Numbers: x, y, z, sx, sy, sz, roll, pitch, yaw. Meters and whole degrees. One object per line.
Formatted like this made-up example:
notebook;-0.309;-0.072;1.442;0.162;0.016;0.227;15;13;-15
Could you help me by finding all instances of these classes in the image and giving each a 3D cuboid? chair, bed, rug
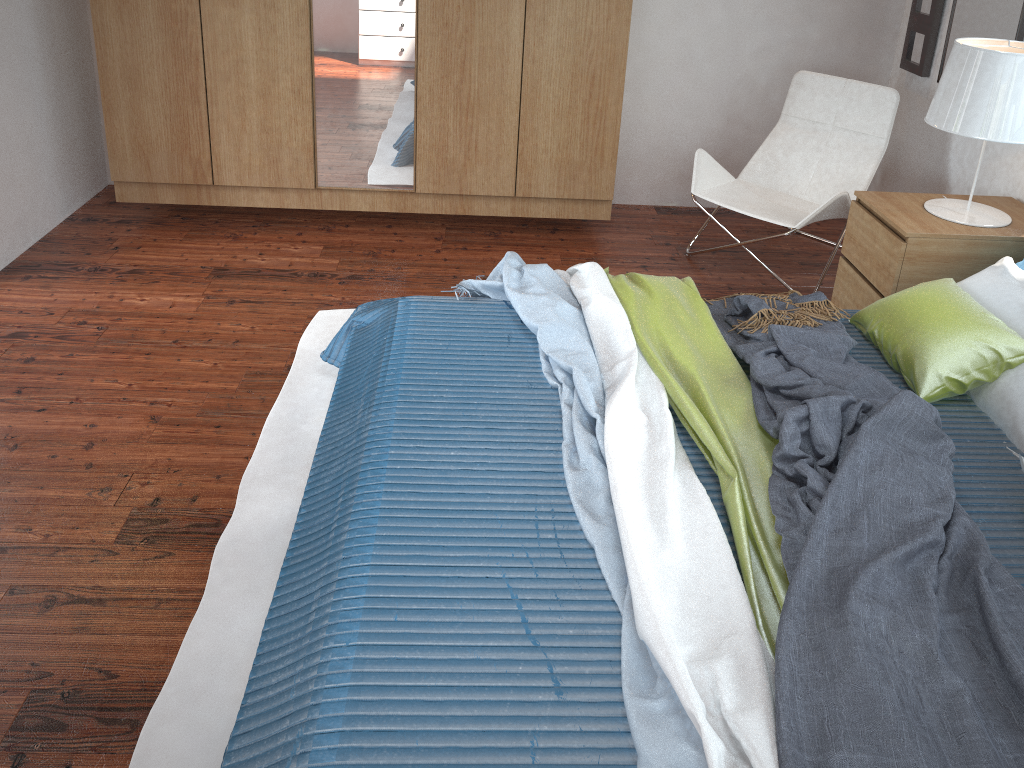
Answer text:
chair;1.227;-0.897;3.777;0.821;0.747;0.727;-19;34;-38
bed;0.697;0.156;1.948;2.572;0.722;2.293;2;29;-2
rug;0.196;0.451;2.038;1.798;0.046;2.908;1;30;-3

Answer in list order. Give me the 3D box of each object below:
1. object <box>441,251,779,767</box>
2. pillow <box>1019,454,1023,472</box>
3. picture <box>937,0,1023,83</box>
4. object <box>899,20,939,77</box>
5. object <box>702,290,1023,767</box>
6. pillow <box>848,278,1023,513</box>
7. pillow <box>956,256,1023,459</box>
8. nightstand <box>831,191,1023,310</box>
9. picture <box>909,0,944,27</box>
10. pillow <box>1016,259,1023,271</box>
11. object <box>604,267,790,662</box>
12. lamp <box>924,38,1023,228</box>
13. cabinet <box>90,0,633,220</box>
object;0.134;0.207;2.036;0.536;0.352;2.310;0;30;-7
pillow;1.414;0.268;1.619;0.360;0.365;0.913;-1;29;-8
picture;1.893;-1.408;3.512;0.043;0.473;0.540;2;27;-3
object;1.874;-1.549;4.025;0.040;0.211;0.238;2;26;-3
object;0.719;0.184;1.947;0.629;0.380;2.274;6;29;5
pillow;1.214;0.086;2.024;0.310;0.205;1.478;2;29;-3
pillow;1.398;-0.130;2.393;0.472;0.336;0.935;0;29;-7
nightstand;1.572;-0.368;3.173;0.608;0.507;0.458;2;26;-3
picture;1.881;-1.744;3.944;0.040;0.211;0.238;2;26;-3
pillow;1.707;-0.176;2.438;0.347;0.308;0.978;1;29;-5
object;0.494;0.283;2.041;0.491;0.418;2.257;0;29;-6
lamp;1.619;-0.857;2.972;0.405;0.551;0.434;1;25;-6
cabinet;-0.598;-1.951;3.719;2.199;2.255;0.622;2;23;-3
